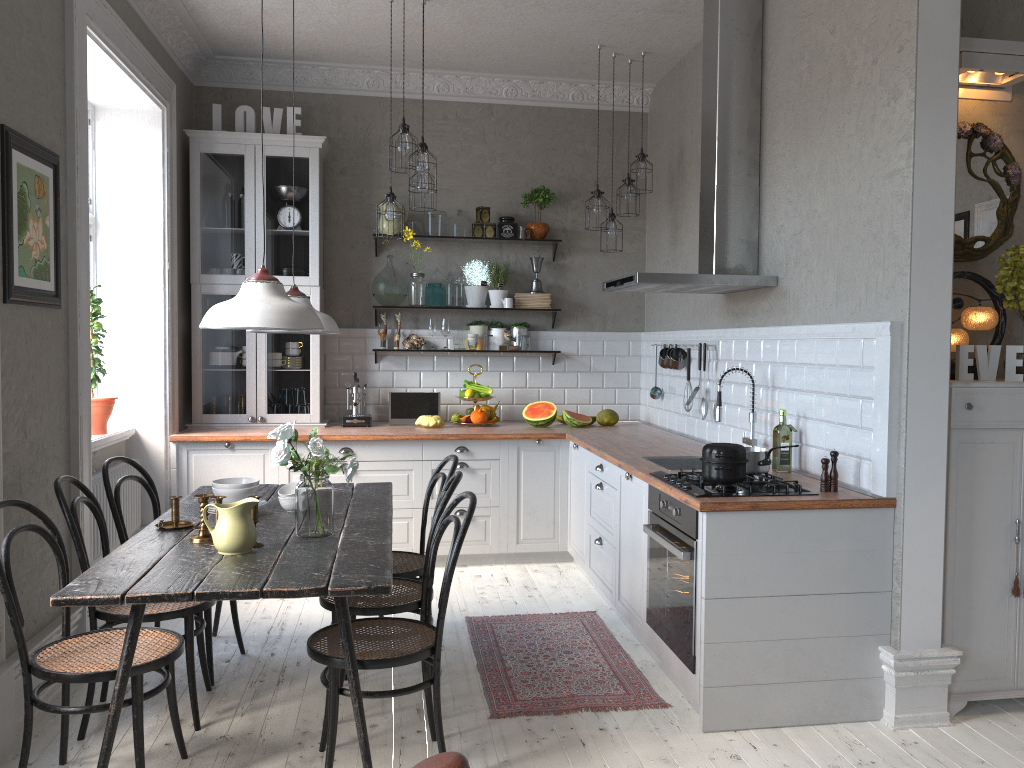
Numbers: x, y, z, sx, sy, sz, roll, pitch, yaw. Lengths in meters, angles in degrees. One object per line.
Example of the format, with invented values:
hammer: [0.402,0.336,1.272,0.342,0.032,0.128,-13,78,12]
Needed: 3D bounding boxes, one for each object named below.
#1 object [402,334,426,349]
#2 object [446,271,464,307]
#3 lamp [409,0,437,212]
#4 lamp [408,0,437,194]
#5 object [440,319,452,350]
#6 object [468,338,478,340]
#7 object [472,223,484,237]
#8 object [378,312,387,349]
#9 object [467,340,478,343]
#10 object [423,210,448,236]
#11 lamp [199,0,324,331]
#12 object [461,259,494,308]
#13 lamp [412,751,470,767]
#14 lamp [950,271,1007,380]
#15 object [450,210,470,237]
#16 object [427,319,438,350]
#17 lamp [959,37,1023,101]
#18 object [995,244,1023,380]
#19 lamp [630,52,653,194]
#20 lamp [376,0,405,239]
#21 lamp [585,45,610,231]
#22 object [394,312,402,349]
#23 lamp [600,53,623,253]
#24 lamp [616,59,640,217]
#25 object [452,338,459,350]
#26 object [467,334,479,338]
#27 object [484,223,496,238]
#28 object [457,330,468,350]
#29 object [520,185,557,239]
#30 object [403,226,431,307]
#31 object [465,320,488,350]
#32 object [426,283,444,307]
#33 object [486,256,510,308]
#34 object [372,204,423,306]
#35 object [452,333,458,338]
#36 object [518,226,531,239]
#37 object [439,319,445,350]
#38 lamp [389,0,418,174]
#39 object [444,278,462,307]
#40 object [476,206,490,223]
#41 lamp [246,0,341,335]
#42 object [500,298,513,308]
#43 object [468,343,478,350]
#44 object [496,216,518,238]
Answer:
object: [-0.692,-0.296,6.203,0.180,0.111,0.094,-1,3,-32]
object: [-0.409,-0.674,6.356,0.132,0.264,0.131,0,3,-3]
lamp: [-0.488,-1.831,4.878,0.149,1.735,0.144,0,3,-22]
lamp: [-0.458,-1.868,4.565,0.143,1.735,0.150,2,3,38]
object: [-0.461,-0.348,6.188,0.083,0.217,0.080,-1,3,-23]
object: [-0.274,-0.299,6.212,0.077,0.051,0.078,1,3,10]
object: [-0.241,-1.076,6.250,0.083,0.113,0.082,0,3,-9]
object: [-0.904,-0.374,6.203,0.054,0.264,0.060,-1,3,-38]
object: [-0.274,-0.281,6.213,0.078,0.051,0.076,0,3,-16]
object: [-0.539,-1.113,6.203,0.169,0.184,0.175,2,3,30]
lamp: [-0.785,-1.097,2.781,0.372,1.858,0.386,2,3,29]
object: [-0.238,-0.717,6.323,0.243,0.354,0.236,1,3,9]
lamp: [-0.102,0.676,0.636,0.247,0.839,0.140,2,3,26]
lamp: [1.830,-0.181,3.625,0.450,0.558,0.171,0,3,-2]
object: [-0.373,-1.134,6.326,0.137,0.220,0.143,3,3,41]
object: [-0.562,-0.352,6.264,0.083,0.217,0.080,-1,3,-23]
lamp: [1.944,-1.290,3.643,0.419,0.171,0.218,0,3,-10]
object: [2.119,-0.291,3.591,0.292,0.553,0.346,2,3,25]
lamp: [0.844,-2.108,5.694,0.150,1.735,0.143,-1,3,-37]
lamp: [-0.663,-1.674,4.858,0.150,1.735,0.143,-2,3,-42]
lamp: [0.547,-1.848,5.583,0.144,1.735,0.149,2,3,23]
object: [-0.797,-0.373,6.206,0.052,0.264,0.062,2,3,27]
lamp: [0.656,-1.732,5.742,0.150,1.735,0.143,-1,3,-37]
lamp: [0.779,-1.988,5.859,0.144,1.735,0.149,2,3,33]
object: [-0.388,-0.286,6.312,0.077,0.083,0.078,1,3,9]
object: [-0.274,-0.324,6.211,0.078,0.051,0.076,0,3,-23]
object: [-0.154,-1.076,6.261,0.083,0.113,0.083,1,3,1]
object: [-0.347,-0.310,6.243,0.080,0.139,0.077,-1,3,-36]
object: [0.201,-1.217,6.320,0.258,0.397,0.243,1,3,16]
object: [-0.667,-0.806,6.098,0.194,0.540,0.277,0,3,-17]
object: [-0.254,-0.353,6.340,0.159,0.217,0.153,-1,3,-29]
object: [-0.547,-0.626,6.272,0.126,0.172,0.125,0,3,-5]
object: [-0.099,-0.726,6.294,0.166,0.380,0.188,3,3,42]
object: [-0.845,-0.876,6.108,0.341,0.674,0.331,-2,3,-40]
object: [-0.388,-0.319,6.311,0.077,0.083,0.078,1,3,9]
object: [0.085,-1.065,6.255,0.094,0.096,0.074,0,3,-9]
object: [-0.475,-0.352,6.275,0.083,0.217,0.080,-1,3,-23]
lamp: [-0.573,-2.006,4.699,0.149,1.735,0.144,0,3,-22]
object: [-0.413,-0.638,6.205,0.124,0.206,0.126,1,3,14]
object: [-0.205,-1.187,6.238,0.084,0.113,0.081,-1,3,-29]
lamp: [-0.902,-1.137,3.660,0.380,1.858,0.379,0,3,-1]
object: [-0.027,-0.570,6.250,0.104,0.071,0.063,2,3,21]
object: [-0.274,-0.264,6.214,0.078,0.051,0.076,0,3,-16]
object: [-0.038,-1.108,6.330,0.143,0.174,0.141,0,3,-9]
